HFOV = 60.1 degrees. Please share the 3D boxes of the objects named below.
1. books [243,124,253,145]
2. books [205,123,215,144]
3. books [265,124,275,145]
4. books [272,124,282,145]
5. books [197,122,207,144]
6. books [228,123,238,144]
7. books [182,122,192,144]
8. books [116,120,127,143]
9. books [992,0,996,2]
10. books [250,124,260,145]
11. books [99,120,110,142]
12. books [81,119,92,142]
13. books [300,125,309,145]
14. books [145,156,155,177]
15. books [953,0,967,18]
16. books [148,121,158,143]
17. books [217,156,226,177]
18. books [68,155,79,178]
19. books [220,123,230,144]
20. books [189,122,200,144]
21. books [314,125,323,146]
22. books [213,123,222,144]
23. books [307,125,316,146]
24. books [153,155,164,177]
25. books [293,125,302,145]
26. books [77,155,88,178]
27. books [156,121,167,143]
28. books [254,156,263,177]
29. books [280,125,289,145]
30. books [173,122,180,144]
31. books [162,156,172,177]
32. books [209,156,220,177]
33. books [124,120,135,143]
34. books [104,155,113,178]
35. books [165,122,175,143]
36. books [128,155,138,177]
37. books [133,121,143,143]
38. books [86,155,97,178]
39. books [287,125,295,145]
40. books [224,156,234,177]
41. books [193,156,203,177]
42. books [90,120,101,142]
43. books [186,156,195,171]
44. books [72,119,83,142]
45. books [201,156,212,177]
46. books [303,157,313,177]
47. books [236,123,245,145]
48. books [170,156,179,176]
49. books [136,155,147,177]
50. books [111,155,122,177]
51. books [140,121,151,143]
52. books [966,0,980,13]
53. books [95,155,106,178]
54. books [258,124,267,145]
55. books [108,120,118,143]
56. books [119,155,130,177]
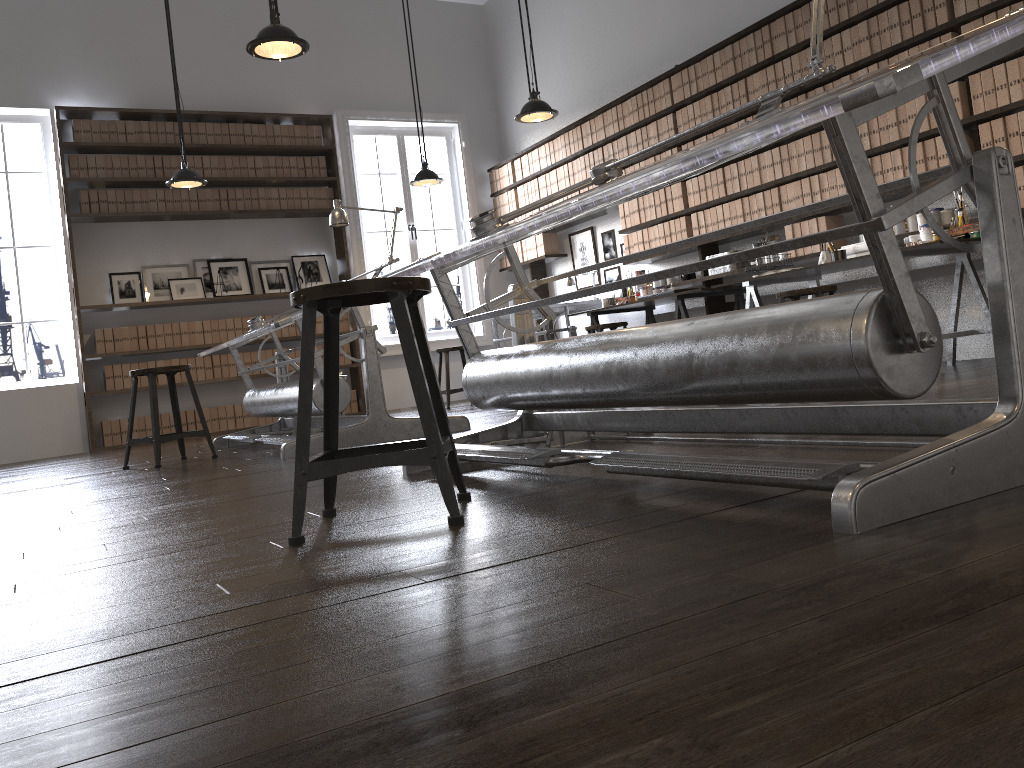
[{"bbox_3d":[-2.572,-2.384,8.570,0.067,0.226,0.174,-6,-1,-29],"label":"books"},{"bbox_3d":[-2.877,-2.343,8.402,0.067,0.226,0.174,-6,-1,-29],"label":"books"},{"bbox_3d":[-2.390,-2.409,8.678,0.067,0.226,0.174,-6,-1,-29],"label":"books"},{"bbox_3d":[-2.328,-2.417,8.709,0.067,0.226,0.174,-6,-1,-29],"label":"books"},{"bbox_3d":[-2.939,-2.335,8.364,0.067,0.226,0.174,-6,-1,-29],"label":"books"},{"bbox_3d":[-2.692,-2.368,8.507,0.067,0.226,0.174,-6,-1,-29],"label":"books"},{"bbox_3d":[-3.061,-2.319,8.297,0.067,0.226,0.174,-6,-1,-29],"label":"books"},{"bbox_3d":[-3.545,-2.254,8.025,0.067,0.226,0.174,-6,-1,-29],"label":"books"},{"bbox_3d":[2.608,-2.124,4.685,0.175,0.226,0.066,-7,-1,-29],"label":"books"},{"bbox_3d":[-2.511,-2.392,8.608,0.067,0.226,0.174,-6,-1,-29],"label":"books"},{"bbox_3d":[-3.669,-2.237,7.962,0.067,0.226,0.174,-6,-1,-29],"label":"books"},{"bbox_3d":[-3.789,-2.221,7.886,0.067,0.226,0.174,-6,-1,-29],"label":"books"},{"bbox_3d":[-2.096,-2.448,8.844,0.067,0.226,0.174,-6,-1,-29],"label":"books"},{"bbox_3d":[-3.329,-1.961,8.121,0.067,0.226,0.174,-6,-1,-29],"label":"books"},{"bbox_3d":[2.507,-2.116,4.866,0.175,0.226,0.066,-7,-1,-29],"label":"books"},{"bbox_3d":[-3.313,-2.285,8.161,0.067,0.226,0.174,-6,-1,-29],"label":"books"},{"bbox_3d":[-2.779,-2.035,8.428,0.067,0.226,0.174,-6,-1,-29],"label":"books"},{"bbox_3d":[-3.869,-1.889,7.818,0.067,0.226,0.174,-6,-1,-29],"label":"books"},{"bbox_3d":[-2.757,-2.360,8.472,0.067,0.226,0.174,-6,-1,-29],"label":"books"},{"bbox_3d":[-2.999,-2.327,8.338,0.067,0.226,0.174,-6,-1,-29],"label":"books"},{"bbox_3d":[-1.971,-2.465,8.910,0.067,0.226,0.174,-6,-1,-29],"label":"books"},{"bbox_3d":[-2.819,-2.351,8.439,0.067,0.226,0.174,-6,-1,-29],"label":"books"},{"bbox_3d":[-2.034,-2.456,8.879,0.067,0.226,0.174,-6,-1,-29],"label":"books"},{"bbox_3d":[-3.261,-1.970,8.153,0.067,0.226,0.174,-6,-1,-29],"label":"books"},{"bbox_3d":[-2.151,-2.440,8.806,0.067,0.226,0.174,-6,-1,-29],"label":"books"},{"bbox_3d":[-3.808,-1.897,7.851,0.067,0.226,0.174,-6,-1,-29],"label":"books"},{"bbox_3d":[-3.251,-2.293,8.195,0.067,0.226,0.174,-6,-1,-29],"label":"books"},{"bbox_3d":[-2.475,-2.075,8.597,0.067,0.226,0.174,-6,-1,-29],"label":"books"},{"bbox_3d":[-2.265,-2.425,8.746,0.067,0.226,0.174,-6,-1,-29],"label":"books"},{"bbox_3d":[-3.128,-2.310,8.265,0.067,0.226,0.174,-6,-1,-29],"label":"books"},{"bbox_3d":[-3.199,-1.978,8.194,0.067,0.226,0.174,-6,-1,-29],"label":"books"},{"bbox_3d":[-2.832,-2.028,8.396,0.067,0.226,0.174,-6,-1,-29],"label":"books"},{"bbox_3d":[-3.483,-2.262,8.062,0.067,0.226,0.174,-6,-1,-29],"label":"books"},{"bbox_3d":[-3.629,-1.921,7.950,0.067,0.226,0.174,-6,-1,-29],"label":"books"},{"bbox_3d":[-3.188,-2.302,8.226,0.067,0.226,0.174,-6,-1,-29],"label":"books"},{"bbox_3d":[-3.452,-1.945,8.052,0.067,0.226,0.174,-6,-1,-29],"label":"books"},{"bbox_3d":[-3.429,-2.270,8.094,0.067,0.226,0.174,-6,-1,-29],"label":"books"},{"bbox_3d":[-3.745,-1.905,7.881,0.067,0.226,0.174,-6,-1,-29],"label":"books"},{"bbox_3d":[-2.212,-2.433,8.778,0.067,0.226,0.174,-6,-1,-29],"label":"books"},{"bbox_3d":[-2.718,-2.043,8.457,0.067,0.226,0.174,-6,-1,-29],"label":"books"},{"bbox_3d":[-2.960,-2.010,8.324,0.067,0.226,0.174,-6,-1,-29],"label":"books"},{"bbox_3d":[-3.728,-2.229,7.924,0.067,0.226,0.174,-6,-1,-29],"label":"books"},{"bbox_3d":[-3.021,-2.002,8.286,0.067,0.226,0.174,-6,-1,-29],"label":"books"},{"bbox_3d":[-3.852,-2.213,7.851,0.067,0.226,0.174,-6,-1,-29],"label":"books"},{"bbox_3d":[-2.894,-2.019,8.359,0.067,0.226,0.174,-6,-1,-29],"label":"books"},{"bbox_3d":[-2.053,-2.132,8.831,0.067,0.226,0.174,-6,-1,-29],"label":"books"},{"bbox_3d":[-2.635,-2.376,8.534,0.067,0.226,0.174,-6,-1,-29],"label":"books"},{"bbox_3d":[-3.141,-1.986,8.224,0.067,0.226,0.174,-6,-1,-29],"label":"books"},{"bbox_3d":[-3.388,-1.953,8.082,0.067,0.226,0.174,-6,-1,-29],"label":"books"},{"bbox_3d":[-3.569,-1.929,7.979,0.067,0.226,0.174,-6,-1,-29],"label":"books"},{"bbox_3d":[-3.369,-2.277,8.123,0.067,0.226,0.174,-6,-1,-29],"label":"books"},{"bbox_3d":[2.539,-2.118,4.801,0.175,0.226,0.066,-7,-1,-29],"label":"books"},{"bbox_3d":[-3.683,-1.914,7.918,0.067,0.226,0.174,-6,-1,-29],"label":"books"},{"bbox_3d":[-2.452,-2.400,8.645,0.067,0.226,0.174,-6,-1,-29],"label":"books"},{"bbox_3d":[-3.608,-2.246,7.994,0.067,0.226,0.174,-6,-1,-29],"label":"books"},{"bbox_3d":[-3.513,-1.936,8.017,0.067,0.226,0.174,-6,-1,-29],"label":"books"}]
